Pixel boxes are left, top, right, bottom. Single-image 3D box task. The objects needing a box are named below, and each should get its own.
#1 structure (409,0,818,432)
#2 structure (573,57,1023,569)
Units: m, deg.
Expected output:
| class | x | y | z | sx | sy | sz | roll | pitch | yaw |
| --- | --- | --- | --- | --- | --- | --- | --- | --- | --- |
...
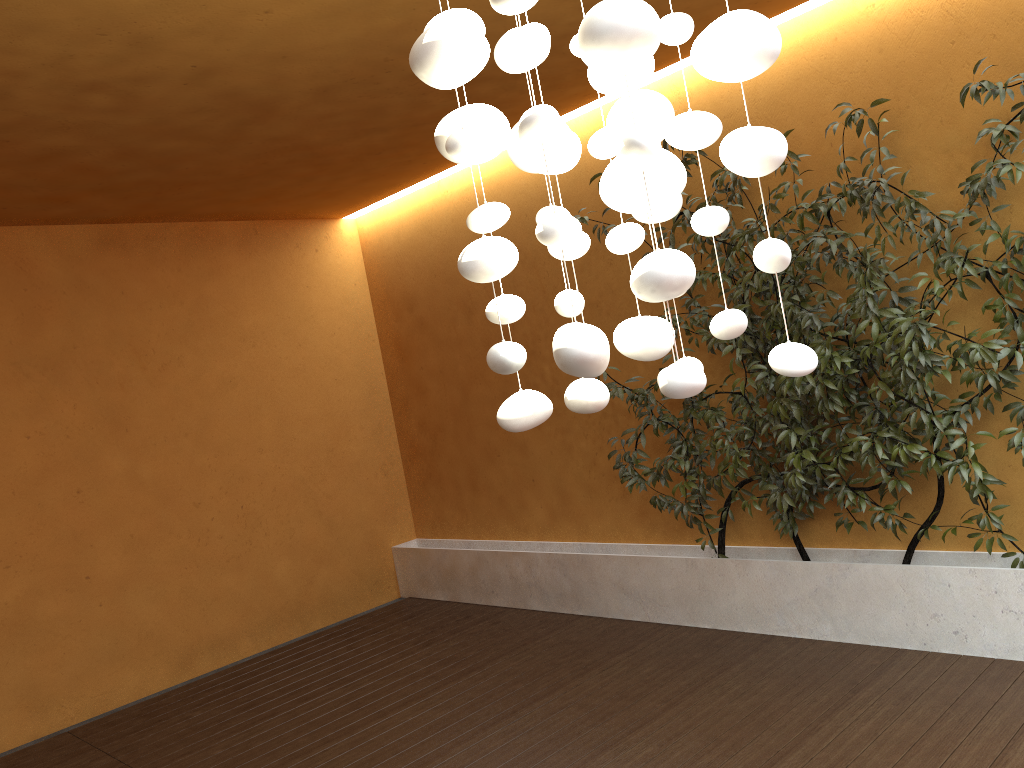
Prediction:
| class | x | y | z | sx | sy | sz | roll | pitch | yaw |
| --- | --- | --- | --- | --- | --- | --- | --- | --- | --- |
| structure | 0.127 | -0.697 | 1.730 | 1.002 | 1.529 | 1.002 | -11 | 1 | 5 |
| structure | 1.566 | -0.275 | 3.910 | 0.622 | 2.483 | 3.166 | -12 | 1 | -44 |
